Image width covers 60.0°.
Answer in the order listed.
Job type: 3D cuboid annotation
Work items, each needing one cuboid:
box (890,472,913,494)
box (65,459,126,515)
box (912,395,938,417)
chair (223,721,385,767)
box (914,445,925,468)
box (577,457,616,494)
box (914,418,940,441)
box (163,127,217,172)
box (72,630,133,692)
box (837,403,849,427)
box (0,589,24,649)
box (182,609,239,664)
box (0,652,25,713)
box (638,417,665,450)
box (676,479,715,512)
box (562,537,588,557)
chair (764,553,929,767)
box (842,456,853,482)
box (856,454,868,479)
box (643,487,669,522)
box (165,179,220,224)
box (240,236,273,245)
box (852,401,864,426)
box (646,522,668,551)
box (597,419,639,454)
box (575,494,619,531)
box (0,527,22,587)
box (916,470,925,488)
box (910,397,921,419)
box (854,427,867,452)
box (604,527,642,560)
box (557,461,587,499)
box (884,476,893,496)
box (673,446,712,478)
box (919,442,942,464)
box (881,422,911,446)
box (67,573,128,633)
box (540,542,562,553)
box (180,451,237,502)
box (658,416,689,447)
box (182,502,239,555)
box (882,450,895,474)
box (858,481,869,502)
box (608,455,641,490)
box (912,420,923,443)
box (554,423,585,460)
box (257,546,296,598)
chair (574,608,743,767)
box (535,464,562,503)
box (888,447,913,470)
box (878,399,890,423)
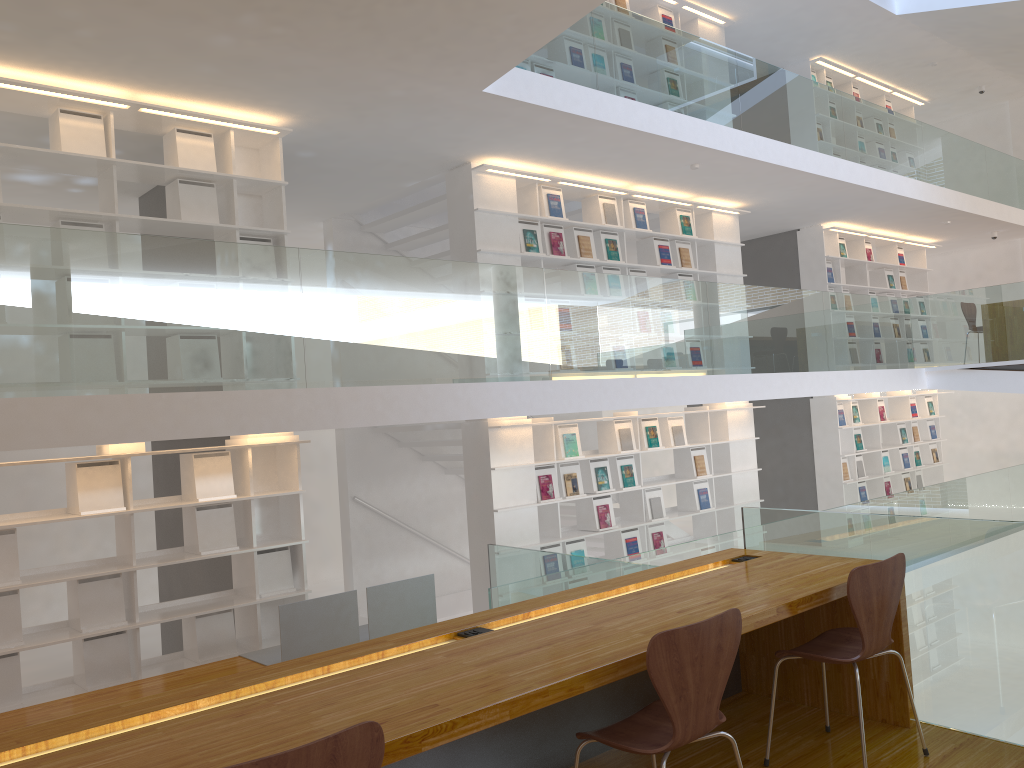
[{"bbox_3d":[5.196,1.320,11.857,0.245,0.296,0.274,-2,-3,-41],"label":"box"},{"bbox_3d":[-2.446,0.601,5.206,0.245,0.296,0.274,-2,-3,-41],"label":"box"},{"bbox_3d":[5.786,0.314,12.470,0.245,0.296,0.274,-2,-3,-41],"label":"box"},{"bbox_3d":[-0.478,0.991,1.671,0.428,0.693,0.381,-2,-3,-41],"label":"chair"},{"bbox_3d":[5.428,0.984,12.093,0.245,0.296,0.274,-2,-3,-41],"label":"box"},{"bbox_3d":[0.727,0.810,7.894,0.245,0.296,0.274,-2,-3,-41],"label":"box"},{"bbox_3d":[5.808,0.641,12.458,0.245,0.296,0.274,-2,-3,-41],"label":"box"},{"bbox_3d":[-2.074,-1.470,5.728,0.245,0.296,0.274,-2,-3,-41],"label":"box"},{"bbox_3d":[-2.388,1.586,5.168,0.245,0.296,0.274,-2,-3,-41],"label":"box"},{"bbox_3d":[3.914,0.383,10.818,0.245,0.296,0.274,-2,-3,-41],"label":"box"},{"bbox_3d":[-2.824,1.272,4.814,0.245,0.296,0.274,-2,-3,-41],"label":"box"},{"bbox_3d":[-1.904,1.569,5.595,0.245,0.296,0.274,-2,-3,-41],"label":"box"},{"bbox_3d":[-2.812,1.600,4.794,0.245,0.296,0.274,-2,-3,-41],"label":"box"},{"bbox_3d":[1.250,0.470,8.385,0.245,0.296,0.274,-2,-3,-41],"label":"box"},{"bbox_3d":[1.824,1.107,8.831,0.245,0.296,0.274,-2,-3,-41],"label":"box"},{"bbox_3d":[0.499,1.482,7.631,0.245,0.296,0.274,-2,-3,-41],"label":"box"},{"bbox_3d":[1.114,0.933,3.025,0.428,0.693,0.381,-2,-3,-41],"label":"chair"},{"bbox_3d":[3.956,1.035,10.794,0.245,0.296,0.274,-2,-3,-41],"label":"box"},{"bbox_3d":[4.237,1.025,11.042,0.245,0.296,0.274,-2,-3,-41],"label":"box"},{"bbox_3d":[1.282,1.127,8.352,0.245,0.296,0.274,-2,-3,-41],"label":"box"},{"bbox_3d":[-2.054,-1.143,5.716,0.245,0.296,0.274,-2,-3,-41],"label":"box"},{"bbox_3d":[-1.751,-0.825,5.952,0.245,0.296,0.274,-2,-3,-41],"label":"box"},{"bbox_3d":[4.193,0.371,11.064,0.245,0.296,0.274,-2,-3,-41],"label":"box"},{"bbox_3d":[1.307,1.454,8.344,0.245,0.296,0.274,-2,-3,-41],"label":"box"},{"bbox_3d":[0.970,0.480,8.138,0.245,0.296,0.274,-2,-3,-41],"label":"box"},{"bbox_3d":[0.753,1.138,7.886,0.245,0.296,0.274,-2,-3,-41],"label":"box"},{"bbox_3d":[-2.845,0.945,4.826,0.245,0.296,0.274,-2,-3,-41],"label":"box"},{"bbox_3d":[5.464,1.311,12.094,0.245,0.296,0.274,-2,-3,-41],"label":"box"},{"bbox_3d":[5.392,0.329,12.122,0.245,0.296,0.274,-2,-3,-41],"label":"box"},{"bbox_3d":[4.232,0.693,11.069,0.245,0.296,0.274,-2,-3,-41],"label":"box"},{"bbox_3d":[1.026,1.464,8.096,0.245,0.296,0.274,-2,-3,-41],"label":"box"},{"bbox_3d":[0.451,0.828,7.666,0.245,0.296,0.274,-2,-3,-41],"label":"box"},{"bbox_3d":[4.772,1.335,11.484,0.245,0.296,0.274,-2,-3,-41],"label":"box"},{"bbox_3d":[1.802,0.780,8.841,0.245,0.296,0.274,-2,-3,-41],"label":"box"},{"bbox_3d":[5.840,0.969,12.456,0.245,0.296,0.274,-2,-3,-41],"label":"box"},{"bbox_3d":[5.143,0.666,11.872,0.245,0.296,0.274,-2,-3,-41],"label":"box"},{"bbox_3d":[-2.420,1.258,5.170,0.245,0.296,0.274,-2,-3,-41],"label":"box"},{"bbox_3d":[0.277,1.490,7.435,0.245,0.296,0.274,-2,-3,-41],"label":"box"},{"bbox_3d":[-1.939,0.585,5.656,0.245,0.296,0.274,-2,-3,-41],"label":"box"},{"bbox_3d":[-0.920,2.290,6.300,7.125,3.764,0.498,-2,-3,-41],"label":"box"},{"bbox_3d":[-1.918,0.912,5.643,0.245,0.296,0.274,-2,-3,-41],"label":"box"},{"bbox_3d":[4.761,1.007,11.504,0.245,0.296,0.274,-2,-3,-41],"label":"box"},{"bbox_3d":[4.288,1.352,11.057,0.245,0.296,0.274,-2,-3,-41],"label":"box"},{"bbox_3d":[0.987,0.808,8.122,0.245,0.296,0.274,-2,-3,-41],"label":"box"},{"bbox_3d":[5.414,0.656,12.111,0.245,0.296,0.274,-2,-3,-41],"label":"box"},{"bbox_3d":[0.438,0.499,7.669,0.245,0.296,0.274,-2,-3,-41],"label":"box"},{"bbox_3d":[-1.615,1.230,5.880,0.245,0.296,0.274,-2,-3,-41],"label":"box"},{"bbox_3d":[0.386,0.959,2.383,0.428,0.693,0.381,-2,-3,-41],"label":"chair"},{"bbox_3d":[0.231,0.834,7.456,0.245,0.296,0.274,-2,-3,-41],"label":"box"},{"bbox_3d":[5.164,0.993,11.860,0.245,0.296,0.274,-2,-3,-41],"label":"box"},{"bbox_3d":[4.703,0.351,11.511,0.245,0.296,0.274,-2,-3,-41],"label":"box"}]
